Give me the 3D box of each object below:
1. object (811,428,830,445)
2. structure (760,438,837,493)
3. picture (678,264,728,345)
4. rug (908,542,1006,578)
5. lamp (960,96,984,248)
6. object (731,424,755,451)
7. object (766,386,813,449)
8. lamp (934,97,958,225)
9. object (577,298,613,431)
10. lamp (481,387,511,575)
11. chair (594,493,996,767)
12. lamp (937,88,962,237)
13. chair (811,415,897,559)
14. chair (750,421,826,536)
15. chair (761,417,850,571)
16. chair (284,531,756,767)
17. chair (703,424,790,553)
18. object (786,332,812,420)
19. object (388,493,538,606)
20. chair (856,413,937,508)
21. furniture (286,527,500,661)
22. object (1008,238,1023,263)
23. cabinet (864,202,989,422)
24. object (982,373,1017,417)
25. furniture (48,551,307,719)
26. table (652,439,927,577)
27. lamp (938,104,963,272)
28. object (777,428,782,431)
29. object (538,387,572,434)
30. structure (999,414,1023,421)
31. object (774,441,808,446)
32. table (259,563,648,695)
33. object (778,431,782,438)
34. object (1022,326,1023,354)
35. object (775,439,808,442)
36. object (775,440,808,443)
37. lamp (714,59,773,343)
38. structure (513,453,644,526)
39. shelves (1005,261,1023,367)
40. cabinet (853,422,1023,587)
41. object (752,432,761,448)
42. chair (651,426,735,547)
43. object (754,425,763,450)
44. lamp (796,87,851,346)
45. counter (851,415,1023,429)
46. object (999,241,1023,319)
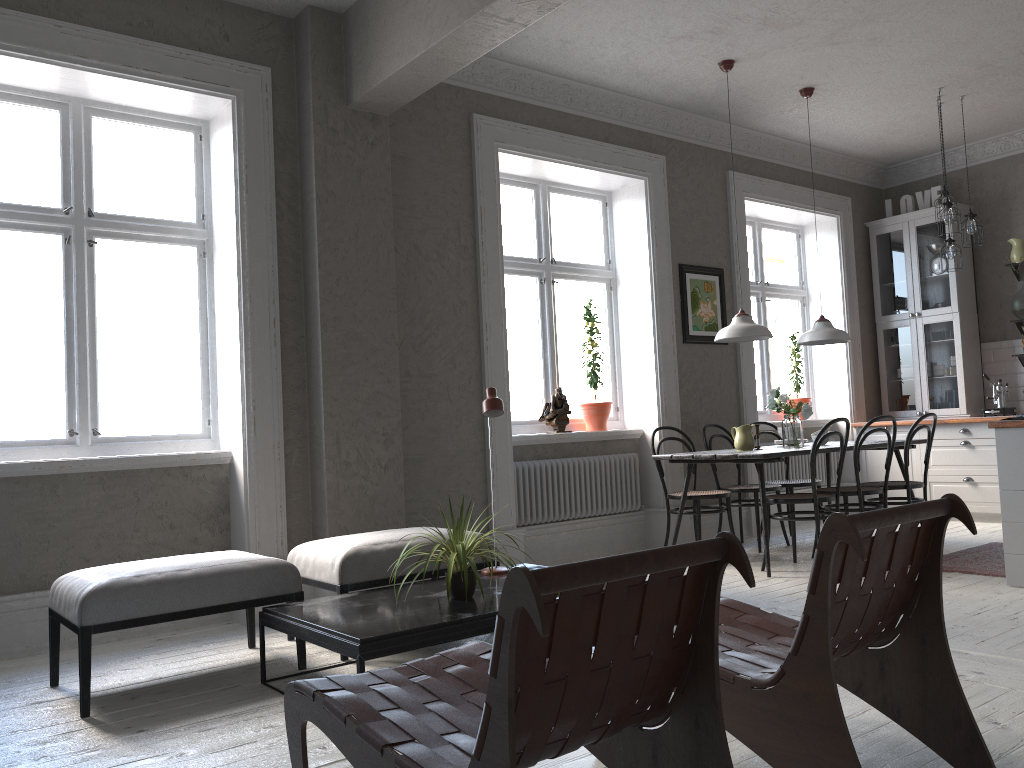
[{"bbox_3d":[2.166,0.369,6.221,0.129,0.119,0.123,-2,-3,-22],"label":"object"},{"bbox_3d":[2.501,0.714,7.825,1.249,0.428,0.145,0,-4,-40],"label":"structure"},{"bbox_3d":[1.510,-0.619,6.961,0.532,0.619,0.019,0,-4,-38],"label":"picture"},{"bbox_3d":[3.027,1.066,5.436,1.316,0.014,0.721,0,-4,-38],"label":"rug"},{"bbox_3d":[3.433,-1.908,6.723,0.143,1.734,0.150,-5,-4,39],"label":"lamp"},{"bbox_3d":[1.532,0.356,5.873,0.148,0.170,0.137,-4,-3,13],"label":"object"},{"bbox_3d":[1.832,0.216,5.822,0.257,0.414,0.305,0,-4,-39],"label":"object"},{"bbox_3d":[3.235,-2.079,6.719,0.143,1.734,0.150,-5,-4,39],"label":"lamp"},{"bbox_3d":[0.598,-0.147,6.543,0.270,0.991,0.270,-3,-3,1],"label":"object"},{"bbox_3d":[-0.090,0.437,3.982,0.138,0.839,0.251,-3,-3,-2],"label":"lamp"},{"bbox_3d":[0.656,0.666,2.380,0.518,0.721,0.996,0,-4,-38],"label":"chair"},{"bbox_3d":[3.171,-1.955,6.538,0.146,1.734,0.147,-3,-3,9],"label":"lamp"},{"bbox_3d":[2.227,0.673,5.751,0.446,0.920,0.539,-1,-4,-30],"label":"chair"},{"bbox_3d":[2.107,0.737,6.789,0.445,0.920,0.540,-1,-3,-25],"label":"chair"},{"bbox_3d":[1.799,0.676,5.412,0.447,0.920,0.537,0,-4,-40],"label":"chair"},{"bbox_3d":[-0.034,0.671,1.841,0.518,0.721,0.996,0,-4,-38],"label":"chair"},{"bbox_3d":[1.705,0.741,6.498,0.447,0.920,0.537,0,-4,-40],"label":"chair"},{"bbox_3d":[2.596,-0.073,8.107,0.262,0.813,0.258,-2,-3,-10],"label":"object"},{"bbox_3d":[-0.176,0.628,3.438,0.672,0.420,0.721,-2,-3,-20],"label":"object"},{"bbox_3d":[2.627,0.669,6.041,0.447,0.920,0.537,0,-4,-40],"label":"chair"},{"bbox_3d":[-0.561,0.944,4.207,0.845,0.476,0.571,0,-4,-38],"label":"furniture"},{"bbox_3d":[4.379,-1.145,7.602,0.176,0.216,0.188,-1,-3,-24],"label":"object"},{"bbox_3d":[3.825,-0.611,8.192,0.396,1.920,0.861,0,-4,-37],"label":"cabinet"},{"bbox_3d":[4.147,0.093,7.597,0.360,0.370,0.201,0,-4,-38],"label":"object"},{"bbox_3d":[-1.354,0.950,3.589,0.845,0.476,0.571,0,-4,-38],"label":"furniture"},{"bbox_3d":[1.978,0.798,6.104,1.960,0.735,0.886,0,-4,-38],"label":"table"},{"bbox_3d":[3.340,-1.737,6.853,0.145,1.734,0.148,-4,-3,19],"label":"lamp"},{"bbox_3d":[2.002,0.358,6.364,0.176,0.094,0.183,-6,-4,43],"label":"object"},{"bbox_3d":[0.300,0.184,6.278,0.242,0.329,0.117,-1,-4,-36],"label":"object"},{"bbox_3d":[2.966,0.160,4.688,0.618,0.031,0.486,0,-4,-38],"label":"structure"},{"bbox_3d":[2.006,0.431,6.360,0.241,0.027,0.234,-2,-3,-20],"label":"object"},{"bbox_3d":[-0.202,0.987,3.524,1.337,0.303,0.832,0,-4,-38],"label":"table"},{"bbox_3d":[2.003,0.378,6.363,0.176,0.094,0.183,-6,-4,43],"label":"object"},{"bbox_3d":[4.434,-0.383,7.650,0.052,0.264,0.062,-4,-3,23],"label":"object"},{"bbox_3d":[2.005,0.414,6.361,0.240,0.027,0.235,-2,-3,-15],"label":"object"},{"bbox_3d":[2.006,0.422,6.361,0.234,0.027,0.241,-4,-3,20],"label":"object"},{"bbox_3d":[1.469,-1.212,5.836,0.379,1.858,0.379,-3,-3,0],"label":"lamp"},{"bbox_3d":[0.460,0.729,6.233,1.249,0.428,0.145,0,-4,-40],"label":"structure"},{"bbox_3d":[4.763,-0.622,7.196,0.233,0.923,1.289,0,-4,-37],"label":"shelves"},{"bbox_3d":[3.786,0.639,6.050,1.975,0.854,4.221,-3,-3,9],"label":"cabinet"},{"bbox_3d":[1.717,0.403,6.357,0.137,0.112,0.142,-5,-4,35],"label":"object"},{"bbox_3d":[1.260,0.744,6.146,0.446,0.920,0.539,-1,-4,-30],"label":"chair"},{"bbox_3d":[1.632,0.354,5.883,0.060,0.167,0.058,-1,-3,-24],"label":"object"},{"bbox_3d":[2.189,-1.217,6.397,0.386,1.858,0.372,-1,-4,-30],"label":"lamp"},{"bbox_3d":[3.380,0.263,6.330,3.461,0.039,3.096,0,-4,-38],"label":"counter"},{"bbox_3d":[4.369,-0.892,7.591,0.329,0.674,0.342,-4,-3,21],"label":"object"}]
